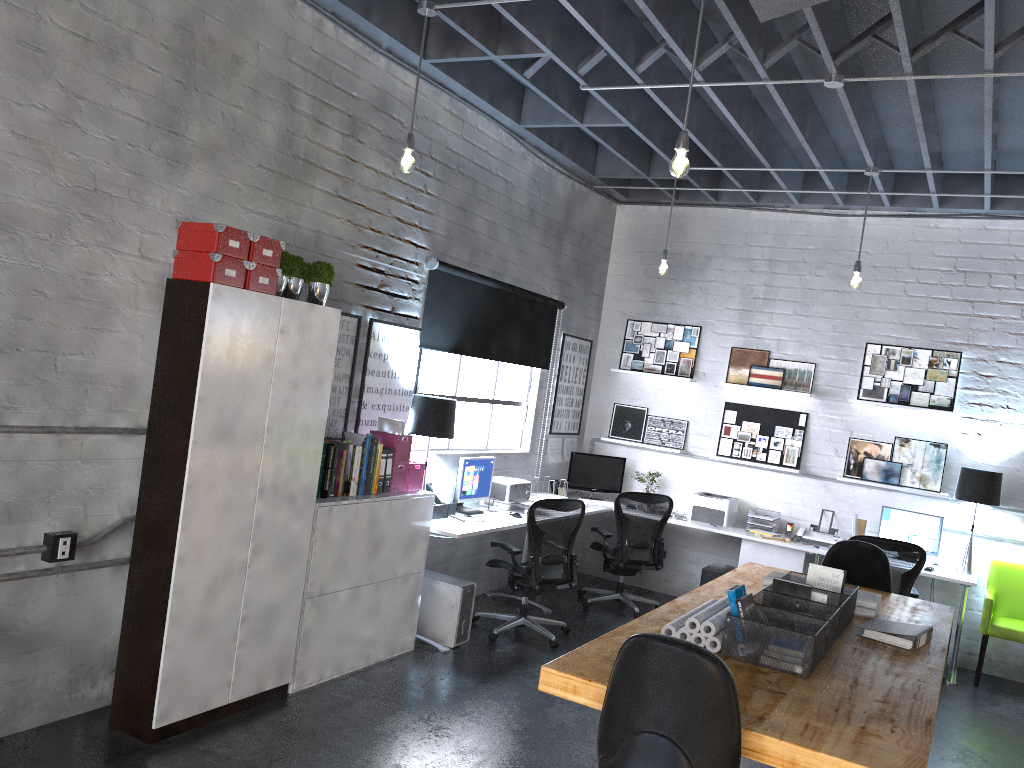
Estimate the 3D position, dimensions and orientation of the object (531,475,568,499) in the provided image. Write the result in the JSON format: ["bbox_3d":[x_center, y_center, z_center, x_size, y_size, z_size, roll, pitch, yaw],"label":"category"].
[{"bbox_3d":[0.319,0.930,7.786,0.324,0.208,0.233,8,1,28],"label":"object"}]

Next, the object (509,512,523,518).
[{"bbox_3d":[0.026,0.982,6.669,0.114,0.036,0.058,8,1,18],"label":"object"}]

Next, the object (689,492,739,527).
[{"bbox_3d":[1.824,1.125,8.000,0.350,0.235,0.351,8,1,28],"label":"object"}]

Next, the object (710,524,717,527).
[{"bbox_3d":[1.746,1.227,7.687,0.017,0.016,0.075,7,1,-37],"label":"object"}]

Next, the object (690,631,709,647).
[{"bbox_3d":[0.836,0.966,3.552,0.057,0.058,0.635,8,1,28],"label":"object"}]

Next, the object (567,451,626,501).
[{"bbox_3d":[0.786,0.879,8.403,0.560,0.427,0.146,8,1,-25],"label":"object"}]

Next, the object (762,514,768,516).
[{"bbox_3d":[2.224,1.152,7.801,0.011,0.010,0.126,9,1,37],"label":"object"}]

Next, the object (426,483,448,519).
[{"bbox_3d":[-0.558,0.817,6.203,0.209,0.208,0.104,8,1,29],"label":"object"}]

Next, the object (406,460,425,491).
[{"bbox_3d":[-0.699,0.578,5.688,0.213,0.177,0.161,8,1,28],"label":"object"}]

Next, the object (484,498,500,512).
[{"bbox_3d":[-0.154,0.928,6.810,0.090,0.090,0.082,7,1,-37],"label":"object"}]

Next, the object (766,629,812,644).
[{"bbox_3d":[1.104,0.988,3.545,0.234,0.022,0.185,8,0,21],"label":"object"}]

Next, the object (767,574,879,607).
[{"bbox_3d":[1.505,1.010,4.321,0.519,0.047,0.047,8,1,28],"label":"object"}]

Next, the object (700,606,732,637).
[{"bbox_3d":[0.868,0.921,3.537,0.057,0.057,0.635,8,1,28],"label":"object"}]

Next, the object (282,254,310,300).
[{"bbox_3d":[-1.116,-0.539,4.493,0.169,0.240,0.171,8,1,-23],"label":"object"}]

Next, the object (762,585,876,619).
[{"bbox_3d":[1.467,1.045,4.260,0.519,0.047,0.047,8,1,28],"label":"object"}]

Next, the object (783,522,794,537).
[{"bbox_3d":[2.415,1.266,7.720,0.093,0.116,0.067,9,1,28],"label":"object"}]

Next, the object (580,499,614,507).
[{"bbox_3d":[0.821,1.088,8.079,0.422,0.028,0.180,8,0,-12],"label":"object"}]

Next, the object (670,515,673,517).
[{"bbox_3d":[1.299,1.128,8.019,0.279,0.081,0.411,8,0,-2],"label":"object"}]

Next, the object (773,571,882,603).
[{"bbox_3d":[1.571,1.018,4.444,0.519,0.047,0.047,8,1,28],"label":"object"}]

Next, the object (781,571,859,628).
[{"bbox_3d":[1.404,0.992,4.086,0.316,0.156,0.306,8,1,28],"label":"object"}]

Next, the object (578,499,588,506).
[{"bbox_3d":[0.605,1.048,7.818,0.130,0.049,0.130,7,1,-45],"label":"object"}]

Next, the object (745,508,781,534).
[{"bbox_3d":[2.209,1.208,7.785,0.229,0.181,0.316,8,1,28],"label":"object"}]

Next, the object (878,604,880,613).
[{"bbox_3d":[1.554,1.056,4.424,0.519,0.047,0.047,8,1,28],"label":"object"}]

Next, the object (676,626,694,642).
[{"bbox_3d":[0.786,0.959,3.579,0.058,0.057,0.635,8,1,28],"label":"object"}]

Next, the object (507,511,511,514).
[{"bbox_3d":[0.000,0.988,6.772,0.076,0.016,0.017,8,1,18],"label":"object"}]

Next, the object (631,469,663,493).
[{"bbox_3d":[1.260,0.978,8.346,0.297,0.363,0.270,8,1,-17],"label":"object"}]

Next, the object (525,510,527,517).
[{"bbox_3d":[0.133,0.983,6.716,0.078,0.049,0.062,8,1,-2],"label":"object"}]

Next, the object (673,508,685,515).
[{"bbox_3d":[1.542,1.176,8.190,0.104,0.052,0.023,8,1,28],"label":"object"}]

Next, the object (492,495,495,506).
[{"bbox_3d":[-0.144,0.912,6.785,0.013,0.124,0.006,8,1,2],"label":"object"}]

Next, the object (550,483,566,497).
[{"bbox_3d":[0.430,0.976,8.104,0.155,0.141,0.088,9,1,43],"label":"object"}]

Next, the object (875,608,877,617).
[{"bbox_3d":[1.489,1.048,4.301,0.519,0.047,0.047,8,1,28],"label":"object"}]

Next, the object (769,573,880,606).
[{"bbox_3d":[1.527,1.012,4.362,0.519,0.047,0.047,8,1,28],"label":"object"}]

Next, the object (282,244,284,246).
[{"bbox_3d":[-1.085,-0.657,4.198,0.002,0.011,0.012,9,1,28],"label":"object"}]

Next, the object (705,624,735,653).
[{"bbox_3d":[0.885,0.973,3.525,0.058,0.057,0.635,8,1,28],"label":"object"}]

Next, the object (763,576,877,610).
[{"bbox_3d":[1.479,1.006,4.272,0.519,0.047,0.046,8,1,26],"label":"object"}]

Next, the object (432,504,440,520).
[{"bbox_3d":[-0.608,0.811,6.111,0.209,0.208,0.104,8,1,29],"label":"object"}]

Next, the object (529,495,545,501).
[{"bbox_3d":[0.145,0.979,7.490,0.392,0.064,0.259,8,1,28],"label":"object"}]

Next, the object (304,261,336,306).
[{"bbox_3d":[-1.005,-0.525,4.603,0.169,0.240,0.171,9,1,27],"label":"object"}]

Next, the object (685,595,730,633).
[{"bbox_3d":[0.818,0.914,3.564,0.057,0.057,0.635,8,1,28],"label":"object"}]

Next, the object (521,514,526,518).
[{"bbox_3d":[0.122,1.006,6.716,0.119,0.016,0.119,8,1,-44],"label":"object"}]

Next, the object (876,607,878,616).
[{"bbox_3d":[1.510,1.050,4.342,0.519,0.047,0.047,8,1,28],"label":"object"}]

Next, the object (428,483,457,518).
[{"bbox_3d":[-0.506,0.824,6.306,0.209,0.208,0.104,8,1,28],"label":"object"}]

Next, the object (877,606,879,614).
[{"bbox_3d":[1.532,1.054,4.383,0.519,0.047,0.047,8,1,28],"label":"object"}]

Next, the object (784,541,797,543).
[{"bbox_3d":[2.310,1.313,7.366,0.142,0.007,0.008,8,1,-28],"label":"object"}]

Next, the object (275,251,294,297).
[{"bbox_3d":[-1.162,-0.545,4.350,0.171,0.240,0.169,7,1,-33],"label":"object"}]

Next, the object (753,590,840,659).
[{"bbox_3d":[1.115,0.955,3.543,0.316,0.156,0.306,8,1,28],"label":"object"}]

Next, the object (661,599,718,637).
[{"bbox_3d":[0.736,0.951,3.606,0.057,0.058,0.635,8,1,28],"label":"object"}]

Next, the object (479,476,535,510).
[{"bbox_3d":[0.044,0.884,7.066,0.484,0.230,0.420,8,1,28],"label":"object"}]

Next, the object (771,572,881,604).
[{"bbox_3d":[1.549,1.015,4.402,0.519,0.047,0.047,8,1,28],"label":"object"}]

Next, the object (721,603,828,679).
[{"bbox_3d":[0.970,0.937,3.272,0.316,0.156,0.306,8,1,28],"label":"object"}]

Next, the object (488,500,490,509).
[{"bbox_3d":[-0.175,0.908,6.794,0.006,0.124,0.014,8,1,-6],"label":"object"}]

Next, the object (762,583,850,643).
[{"bbox_3d":[1.259,0.974,3.815,0.316,0.156,0.306,8,1,28],"label":"object"}]

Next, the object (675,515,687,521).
[{"bbox_3d":[1.498,1.188,7.864,0.103,0.021,0.131,8,0,8],"label":"object"}]

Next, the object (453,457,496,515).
[{"bbox_3d":[-0.325,0.741,6.577,0.211,0.417,0.465,9,1,28],"label":"object"}]

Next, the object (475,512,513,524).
[{"bbox_3d":[-0.134,0.966,6.421,0.180,0.028,0.422,8,0,18],"label":"object"}]

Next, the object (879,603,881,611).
[{"bbox_3d":[1.576,1.059,4.465,0.519,0.047,0.047,8,1,28],"label":"object"}]
